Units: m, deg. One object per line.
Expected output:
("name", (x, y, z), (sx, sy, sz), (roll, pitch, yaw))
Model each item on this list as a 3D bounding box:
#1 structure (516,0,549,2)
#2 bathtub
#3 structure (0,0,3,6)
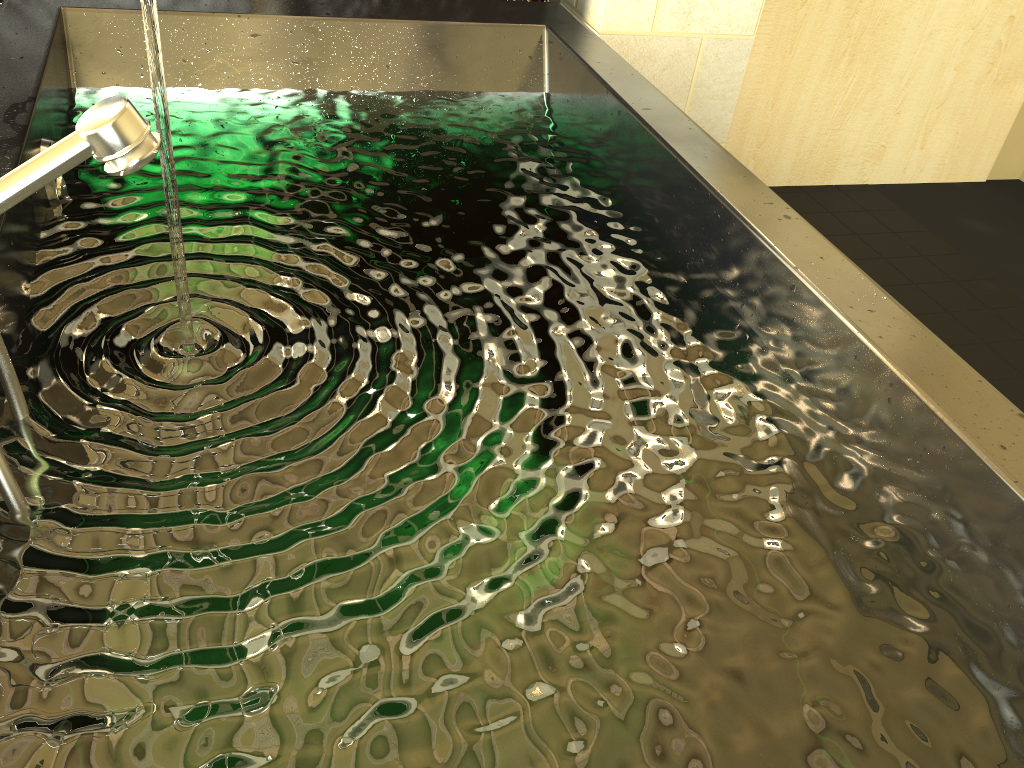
("structure", (-0.173, -1.140, 2.005), (0.641, 2.052, 0.094), (-5, 39, -18))
("bathtub", (-0.104, -0.036, 1.057), (1.068, 1.154, 2.146), (-5, 39, -18))
("structure", (-0.860, -1.076, 1.783), (0.641, 2.052, 0.094), (-5, 39, -18))
